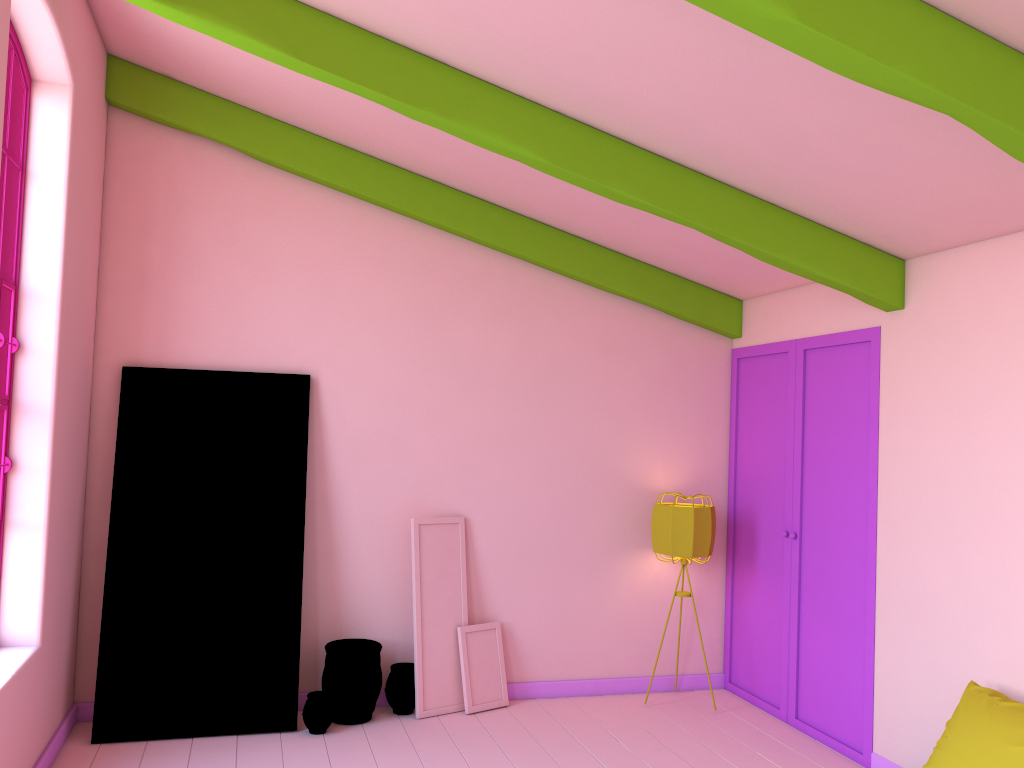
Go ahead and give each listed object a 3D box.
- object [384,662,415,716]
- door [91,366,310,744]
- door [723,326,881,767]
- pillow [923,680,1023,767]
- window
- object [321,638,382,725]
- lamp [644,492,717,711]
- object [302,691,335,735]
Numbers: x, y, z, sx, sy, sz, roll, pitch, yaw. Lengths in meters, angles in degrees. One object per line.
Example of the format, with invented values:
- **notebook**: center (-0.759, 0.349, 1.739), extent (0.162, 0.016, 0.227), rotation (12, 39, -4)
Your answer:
- **object**: center (-0.713, 2.018, 5.865), extent (0.260, 0.306, 0.261), rotation (1, -3, 16)
- **door**: center (-1.878, 1.005, 5.492), extent (1.153, 2.210, 0.450), rotation (3, -3, -16)
- **door**: center (1.892, 0.989, 5.966), extent (0.108, 2.589, 1.678), rotation (3, -3, -16)
- **pillow**: center (2.151, 1.726, 3.460), extent (0.849, 0.822, 2.618), rotation (4, -3, -27)
- **window**: center (-2.347, -0.221, 3.902), extent (0.072, 3.045, 1.275), rotation (3, -3, -16)
- **object**: center (-1.027, 1.910, 5.698), extent (0.386, 0.470, 0.386), rotation (1, -3, 26)
- **lamp**: center (1.227, 1.514, 6.316), extent (0.491, 1.466, 0.477), rotation (1, -3, 14)
- **object**: center (-1.182, 2.012, 5.420), extent (0.199, 0.234, 0.199), rotation (0, -4, 41)
